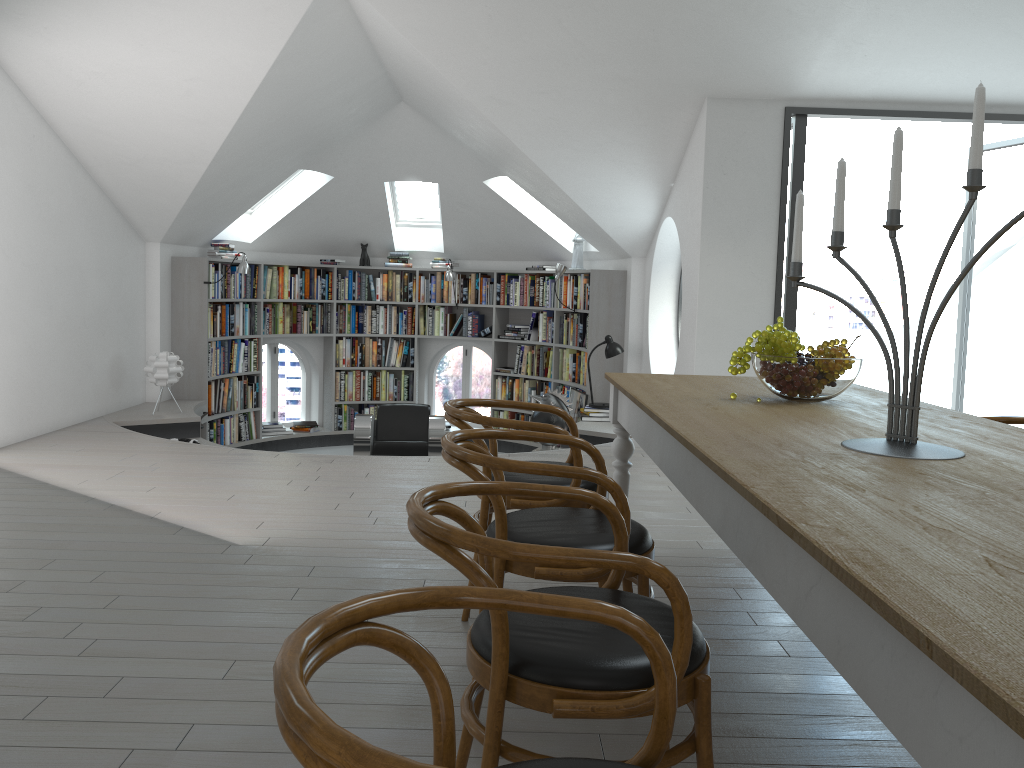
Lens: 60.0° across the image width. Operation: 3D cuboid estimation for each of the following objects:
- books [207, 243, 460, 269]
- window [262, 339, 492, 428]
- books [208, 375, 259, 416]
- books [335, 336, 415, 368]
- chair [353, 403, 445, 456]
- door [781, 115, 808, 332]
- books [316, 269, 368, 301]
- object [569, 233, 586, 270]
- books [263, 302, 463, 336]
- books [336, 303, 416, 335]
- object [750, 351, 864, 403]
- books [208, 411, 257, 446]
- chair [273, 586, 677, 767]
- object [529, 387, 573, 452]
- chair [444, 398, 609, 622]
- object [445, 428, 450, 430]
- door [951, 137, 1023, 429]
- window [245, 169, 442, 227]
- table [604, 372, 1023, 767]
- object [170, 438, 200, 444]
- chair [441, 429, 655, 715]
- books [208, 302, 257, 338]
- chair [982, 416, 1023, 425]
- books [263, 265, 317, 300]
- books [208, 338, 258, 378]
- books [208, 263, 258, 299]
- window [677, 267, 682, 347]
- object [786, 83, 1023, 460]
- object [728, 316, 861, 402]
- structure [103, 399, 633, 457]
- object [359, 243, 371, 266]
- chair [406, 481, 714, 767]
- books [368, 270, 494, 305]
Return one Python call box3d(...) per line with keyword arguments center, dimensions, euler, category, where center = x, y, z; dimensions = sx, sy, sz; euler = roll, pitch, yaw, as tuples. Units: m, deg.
box3d(center=(-1.958, -1.407, 9.824), dimensions=(2.815, 0.173, 0.749), euler=(-2, 7, -30), category="books")
box3d(center=(-1.642, -0.007, 10.420), dimensions=(3.230, 1.148, 0.618), euler=(0, 5, -15), category="window")
box3d(center=(-3.005, 0.300, 8.756), dimensions=(0.391, 0.694, 1.644), euler=(3, 6, 9), category="books")
box3d(center=(-1.594, -0.375, 10.303), dimensions=(0.997, 0.351, 0.298), euler=(0, 5, -17), category="books")
box3d(center=(-1.047, 0.572, 8.333), dimensions=(0.823, 0.718, 0.743), euler=(1, 5, -6), category="chair")
box3d(center=(1.888, -0.680, 6.517), dimensions=(0.080, 2.341, 1.054), euler=(2, 5, -1), category="door")
box3d(center=(-1.968, -1.129, 10.135), dimensions=(0.682, 0.345, 0.265), euler=(-1, 6, -24), category="books")
box3d(center=(0.685, -1.406, 9.174), dimensions=(0.179, 0.471, 0.179), euler=(2, 5, 8), category="object")
box3d(center=(-1.738, -0.731, 10.082), dimensions=(2.528, 0.370, 0.592), euler=(0, 6, -20), category="books")
box3d(center=(-1.593, -0.757, 10.315), dimensions=(1.028, 0.358, 0.301), euler=(0, 5, -15), category="books")
box3d(center=(0.979, -0.019, 2.963), dimensions=(0.360, 0.159, 0.361), euler=(0, 6, -20), category="object")
box3d(center=(-2.967, 0.458, 9.094), dimensions=(0.283, 0.319, 0.920), euler=(3, 6, 18), category="books")
box3d(center=(0.031, 0.668, 1.054), dimensions=(0.621, 0.733, 0.528), euler=(2, 5, 2), category="chair")
box3d(center=(0.298, 0.307, 6.983), dimensions=(0.320, 0.561, 0.321), euler=(-1, 5, -28), category="object")
box3d(center=(0.053, 0.438, 3.225), dimensions=(0.621, 0.733, 0.528), euler=(2, 5, 3), category="chair")
box3d(center=(-0.869, 0.517, 10.464), dimensions=(0.226, 0.036, 0.214), euler=(3, 6, 16), category="object")
box3d(center=(3.710, -0.624, 6.515), dimensions=(0.080, 2.341, 1.054), euler=(1, 5, -16), category="door")
box3d(center=(-1.052, -2.084, 9.412), dimensions=(4.055, 0.711, 1.937), euler=(2, 6, -1), category="window")
box3d(center=(0.913, 0.539, 2.193), dimensions=(1.018, 0.797, 3.357), euler=(2, 6, -1), category="table")
box3d(center=(-2.592, 0.481, 7.006), dimensions=(0.218, 0.082, 0.474), euler=(-3, 8, -38), category="object")
box3d(center=(0.101, 0.517, 2.501), dimensions=(0.621, 0.733, 0.528), euler=(2, 5, -1), category="chair")
box3d(center=(-2.951, -0.655, 8.977), dimensions=(0.303, 0.347, 1.090), euler=(3, 6, 15), category="books")
box3d(center=(1.759, 0.494, 3.195), dimensions=(0.621, 0.733, 0.528), euler=(2, 5, -1), category="chair")
box3d(center=(-2.506, -1.113, 9.715), dimensions=(0.269, 0.372, 0.793), euler=(6, 7, 43), category="books")
box3d(center=(-2.928, -0.276, 8.970), dimensions=(0.261, 0.358, 1.022), euler=(3, 6, 16), category="books")
box3d(center=(-2.931, -1.039, 8.928), dimensions=(0.300, 0.360, 1.035), euler=(3, 6, 15), category="books")
box3d(center=(1.544, -0.619, 7.210), dimensions=(0.104, 1.467, 1.474), euler=(2, 5, -1), category="window")
box3d(center=(0.951, -0.273, 1.963), dimensions=(0.265, 0.873, 0.777), euler=(-1, 6, -27), category="object")
box3d(center=(0.955, -0.084, 2.972), dimensions=(0.394, 0.283, 0.293), euler=(-2, 7, -36), category="object")
box3d(center=(-1.115, 0.586, 8.227), dimensions=(4.717, 0.691, 4.713), euler=(8, 8, 44), category="structure")
box3d(center=(-1.679, -1.480, 10.180), dimensions=(0.147, 0.264, 0.202), euler=(1, 5, -4), category="object")
box3d(center=(0.092, 0.593, 1.775), dimensions=(0.621, 0.733, 0.528), euler=(1, 5, -6), category="chair")
box3d(center=(-0.903, -1.122, 10.272), dimensions=(1.566, 0.366, 0.394), euler=(2, 5, 5), category="books")
